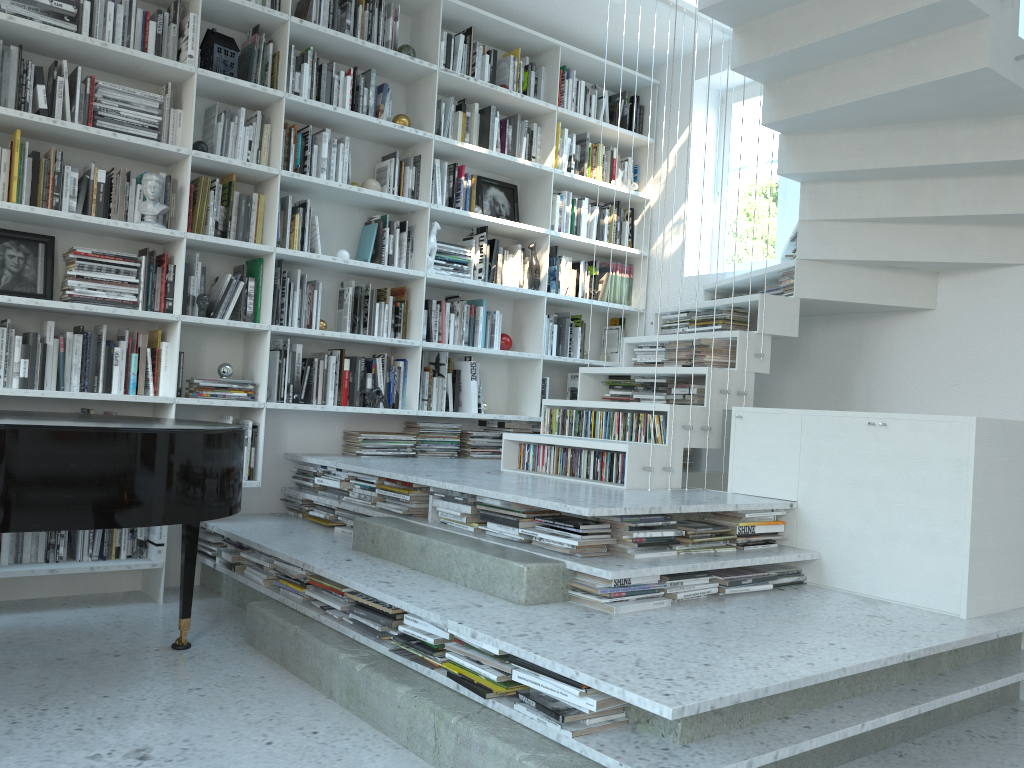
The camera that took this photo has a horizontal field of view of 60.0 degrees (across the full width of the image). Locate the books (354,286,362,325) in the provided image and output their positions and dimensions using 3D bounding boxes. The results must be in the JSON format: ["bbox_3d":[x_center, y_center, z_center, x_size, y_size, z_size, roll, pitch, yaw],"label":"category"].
[{"bbox_3d":[-0.841,-0.379,4.675,0.015,0.262,0.149,4,-1,-38],"label":"books"}]

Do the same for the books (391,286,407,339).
[{"bbox_3d":[-0.624,-0.379,4.826,0.007,0.295,0.162,4,-1,-38],"label":"books"}]

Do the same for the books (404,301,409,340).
[{"bbox_3d":[-0.614,-0.342,4.863,0.009,0.223,0.146,4,-1,-38],"label":"books"}]

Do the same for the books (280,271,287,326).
[{"bbox_3d":[-1.160,-0.416,4.408,0.005,0.283,0.159,4,-1,-38],"label":"books"}]

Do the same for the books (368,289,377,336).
[{"bbox_3d":[-0.775,-0.369,4.702,0.018,0.251,0.184,4,-1,-38],"label":"books"}]

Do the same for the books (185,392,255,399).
[{"bbox_3d":[-1.384,0.056,4.197,0.285,0.012,0.159,4,-2,-33],"label":"books"}]

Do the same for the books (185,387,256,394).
[{"bbox_3d":[-1.380,0.032,4.193,0.285,0.012,0.159,4,-2,-35],"label":"books"}]

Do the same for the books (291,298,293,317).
[{"bbox_3d":[-1.138,-0.381,4.432,0.013,0.218,0.160,4,-1,-38],"label":"books"}]

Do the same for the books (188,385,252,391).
[{"bbox_3d":[-1.381,0.019,4.197,0.254,0.012,0.161,4,-2,-33],"label":"books"}]

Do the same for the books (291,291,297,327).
[{"bbox_3d":[-1.126,-0.364,4.436,0.013,0.186,0.183,4,-1,-38],"label":"books"}]

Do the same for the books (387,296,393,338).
[{"bbox_3d":[-0.702,-0.352,4.769,0.018,0.229,0.181,4,-1,-38],"label":"books"}]

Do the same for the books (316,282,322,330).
[{"bbox_3d":[-1.023,-0.388,4.531,0.013,0.251,0.172,4,-1,-38],"label":"books"}]

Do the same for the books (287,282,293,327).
[{"bbox_3d":[-1.140,-0.386,4.415,0.011,0.226,0.188,4,-1,-38],"label":"books"}]

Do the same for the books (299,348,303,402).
[{"bbox_3d":[-1.104,-0.041,4.465,0.010,0.277,0.174,4,-1,-38],"label":"books"}]

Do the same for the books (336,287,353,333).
[{"bbox_3d":[-0.880,-0.377,4.646,0.019,0.251,0.130,4,-1,-38],"label":"books"}]

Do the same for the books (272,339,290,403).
[{"bbox_3d":[-1.158,-0.065,4.411,0.010,0.316,0.186,4,-1,-38],"label":"books"}]

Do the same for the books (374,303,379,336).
[{"bbox_3d":[-0.762,-0.334,4.712,0.018,0.182,0.182,4,-1,-38],"label":"books"}]

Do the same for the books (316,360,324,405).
[{"bbox_3d":[-1.017,-0.009,4.550,0.024,0.228,0.159,4,-1,-38],"label":"books"}]

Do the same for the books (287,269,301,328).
[{"bbox_3d":[-1.111,-0.419,4.444,0.014,0.297,0.175,4,-1,-38],"label":"books"}]

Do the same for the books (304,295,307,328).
[{"bbox_3d":[-1.079,-0.356,4.496,0.013,0.179,0.140,4,-1,-38],"label":"books"}]

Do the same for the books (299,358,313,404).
[{"bbox_3d":[-1.079,-0.016,4.493,0.065,0.231,0.162,4,-1,-38],"label":"books"}]

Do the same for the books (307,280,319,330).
[{"bbox_3d":[-1.032,-0.394,4.522,0.014,0.261,0.142,4,-1,-38],"label":"books"}]

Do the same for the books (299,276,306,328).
[{"bbox_3d":[-1.090,-0.402,4.467,0.012,0.267,0.183,4,-1,-38],"label":"books"}]

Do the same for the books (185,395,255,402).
[{"bbox_3d":[-1.382,0.068,4.193,0.285,0.012,0.159,4,-2,-35],"label":"books"}]

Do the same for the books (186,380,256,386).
[{"bbox_3d":[-1.379,-0.005,4.196,0.285,0.012,0.159,4,-2,-34],"label":"books"}]

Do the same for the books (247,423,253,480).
[{"bbox_3d":[-1.286,0.319,4.245,0.015,0.270,0.157,4,-1,-38],"label":"books"}]

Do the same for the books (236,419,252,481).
[{"bbox_3d":[-1.286,0.311,4.217,0.021,0.285,0.172,4,-1,-38],"label":"books"}]

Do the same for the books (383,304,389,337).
[{"bbox_3d":[-0.720,-0.331,4.752,0.019,0.183,0.190,4,-1,-38],"label":"books"}]

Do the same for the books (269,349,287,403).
[{"bbox_3d":[-1.172,-0.039,4.399,0.023,0.262,0.186,4,-1,-38],"label":"books"}]

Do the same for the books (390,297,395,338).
[{"bbox_3d":[-0.682,-0.351,4.801,0.021,0.231,0.155,4,-1,-38],"label":"books"}]

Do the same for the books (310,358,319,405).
[{"bbox_3d":[-1.040,-0.014,4.537,0.029,0.234,0.142,4,-1,-38],"label":"books"}]

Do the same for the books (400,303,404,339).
[{"bbox_3d":[-0.639,-0.334,4.825,0.013,0.204,0.158,4,-1,-38],"label":"books"}]

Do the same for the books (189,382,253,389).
[{"bbox_3d":[-1.375,0.007,4.188,0.254,0.012,0.161,5,-2,-38],"label":"books"}]

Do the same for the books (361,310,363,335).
[{"bbox_3d":[-0.830,-0.351,4.709,0.031,0.208,0.122,4,-1,-38],"label":"books"}]

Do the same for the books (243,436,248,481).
[{"bbox_3d":[-1.297,0.347,4.201,0.011,0.212,0.178,4,-1,-38],"label":"books"}]

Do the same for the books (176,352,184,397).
[{"bbox_3d":[-1.569,-0.044,4.127,0.030,0.210,0.136,4,-1,-38],"label":"books"}]

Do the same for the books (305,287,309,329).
[{"bbox_3d":[-1.070,-0.377,4.504,0.008,0.223,0.133,4,-1,-38],"label":"books"}]

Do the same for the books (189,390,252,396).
[{"bbox_3d":[-1.382,0.044,4.195,0.254,0.012,0.161,4,-2,-32],"label":"books"}]

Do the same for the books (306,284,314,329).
[{"bbox_3d":[-1.055,-0.384,4.503,0.015,0.238,0.176,4,-1,-38],"label":"books"}]

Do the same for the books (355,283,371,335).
[{"bbox_3d":[-0.800,-0.387,4.715,0.007,0.285,0.159,4,-1,-38],"label":"books"}]

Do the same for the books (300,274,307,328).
[{"bbox_3d":[-1.084,-0.410,4.492,0.006,0.285,0.159,4,-1,-38],"label":"books"}]

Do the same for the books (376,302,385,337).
[{"bbox_3d":[-0.736,-0.338,4.745,0.015,0.195,0.175,4,-1,-38],"label":"books"}]

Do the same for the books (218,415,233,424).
[{"bbox_3d":[-1.367,0.298,4.178,0.032,0.300,0.149,4,-1,-38],"label":"books"}]

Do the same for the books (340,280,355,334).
[{"bbox_3d":[-0.873,-0.395,4.667,0.016,0.289,0.131,4,-1,-38],"label":"books"}]

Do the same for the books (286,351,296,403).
[{"bbox_3d":[-1.136,-0.033,4.430,0.023,0.256,0.178,4,-1,-38],"label":"books"}]

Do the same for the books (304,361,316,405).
[{"bbox_3d":[-1.050,-0.006,4.517,0.011,0.217,0.175,4,-1,-38],"label":"books"}]

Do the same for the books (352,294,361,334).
[{"bbox_3d":[-0.846,-0.357,4.654,0.016,0.215,0.177,4,-1,-38],"label":"books"}]

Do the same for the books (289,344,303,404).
[{"bbox_3d":[-1.113,-0.051,4.446,0.030,0.294,0.188,4,-1,-38],"label":"books"}]

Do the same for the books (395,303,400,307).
[{"bbox_3d":[-0.656,-0.336,4.824,0.016,0.205,0.141,4,-1,-38],"label":"books"}]

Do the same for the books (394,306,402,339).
[{"bbox_3d":[-0.652,-0.324,4.792,0.016,0.180,0.189,4,-1,-38],"label":"books"}]

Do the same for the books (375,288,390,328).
[{"bbox_3d":[-0.710,-0.375,4.763,0.006,0.274,0.173,4,-1,-38],"label":"books"}]

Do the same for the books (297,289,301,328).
[{"bbox_3d":[-1.109,-0.371,4.468,0.013,0.203,0.167,4,-1,-38],"label":"books"}]

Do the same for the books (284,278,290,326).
[{"bbox_3d":[-1.155,-0.398,4.416,0.013,0.248,0.165,4,-1,-38],"label":"books"}]

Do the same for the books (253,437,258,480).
[{"bbox_3d":[-1.266,0.353,4.260,0.012,0.206,0.160,4,-1,-38],"label":"books"}]

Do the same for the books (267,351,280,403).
[{"bbox_3d":[-1.198,-0.037,4.404,0.012,0.254,0.161,4,-1,-38],"label":"books"}]

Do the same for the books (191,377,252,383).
[{"bbox_3d":[-1.374,-0.017,4.190,0.254,0.012,0.161,4,-2,-29],"label":"books"}]

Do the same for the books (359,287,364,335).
[{"bbox_3d":[-0.832,-0.377,4.682,0.008,0.259,0.158,4,-1,-38],"label":"books"}]

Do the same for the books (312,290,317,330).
[{"bbox_3d":[-1.042,-0.368,4.510,0.014,0.207,0.180,4,-1,-38],"label":"books"}]

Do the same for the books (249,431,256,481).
[{"bbox_3d":[-1.267,0.339,4.242,0.013,0.233,0.149,4,-1,-38],"label":"books"}]
